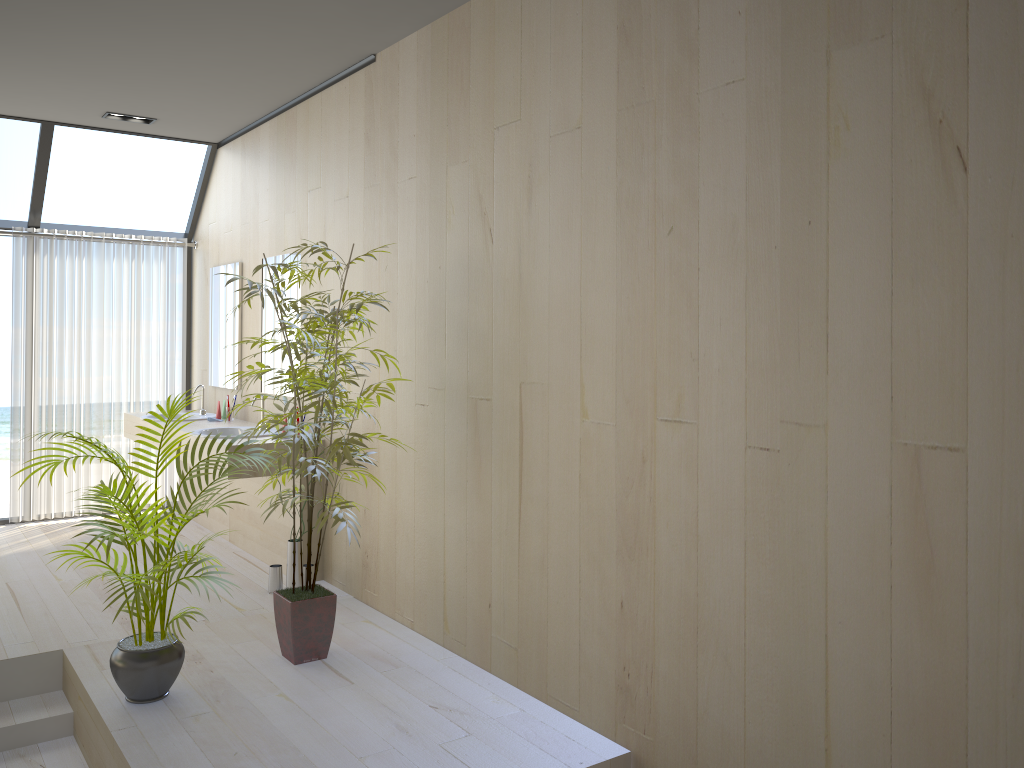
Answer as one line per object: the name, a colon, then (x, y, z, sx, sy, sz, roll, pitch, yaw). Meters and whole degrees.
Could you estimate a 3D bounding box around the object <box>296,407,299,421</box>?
object: (-1.190, 0.215, 4.916, 0.012, 0.178, 0.050, 0, 0, 4)

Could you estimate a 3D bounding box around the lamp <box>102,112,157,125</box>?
lamp: (-2.480, -1.774, 5.739, 0.301, 0.112, 0.164, -1, 2, -35)

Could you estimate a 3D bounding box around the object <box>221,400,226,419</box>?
object: (-1.978, 0.176, 6.087, 0.039, 0.135, 0.039, 0, 0, 13)

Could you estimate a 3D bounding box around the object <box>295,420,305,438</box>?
object: (-1.189, 0.256, 4.945, 0.058, 0.100, 0.058, 0, 0, -25)

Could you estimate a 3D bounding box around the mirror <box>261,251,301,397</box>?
mirror: (-1.417, -0.364, 5.461, 0.023, 0.869, 0.653, 1, 0, -35)

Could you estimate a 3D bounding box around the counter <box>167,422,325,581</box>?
counter: (-1.595, 0.681, 5.223, 0.550, 0.791, 1.206, 0, 2, -35)

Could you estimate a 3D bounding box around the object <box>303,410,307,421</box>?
object: (-1.173, 0.214, 4.948, 0.054, 0.175, 0.012, 0, -1, -10)

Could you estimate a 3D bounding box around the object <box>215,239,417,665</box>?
object: (-0.804, 0.269, 3.737, 0.787, 1.757, 0.935, 0, 0, -10)

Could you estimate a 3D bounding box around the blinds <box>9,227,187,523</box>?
blinds: (-3.027, -0.081, 6.535, 1.182, 2.071, 0.084, 0, 0, -35)

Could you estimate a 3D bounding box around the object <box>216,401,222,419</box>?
object: (-1.979, 0.182, 5.973, 0.039, 0.135, 0.039, 0, 0, 13)

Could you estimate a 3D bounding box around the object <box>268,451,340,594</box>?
object: (-1.073, 0.728, 4.689, 0.274, 0.749, 0.406, 0, 0, 42)

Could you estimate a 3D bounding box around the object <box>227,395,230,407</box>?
object: (-1.890, 0.161, 5.898, 0.012, 0.178, 0.050, 0, 0, 4)

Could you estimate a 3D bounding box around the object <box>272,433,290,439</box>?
object: (-1.276, 0.288, 4.909, 0.104, 0.029, 0.032, 1, 1, 5)

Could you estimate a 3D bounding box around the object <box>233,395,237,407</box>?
object: (-1.873, 0.161, 5.930, 0.054, 0.175, 0.012, 0, -1, -10)

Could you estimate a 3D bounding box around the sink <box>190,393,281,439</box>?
sink: (-1.611, 0.269, 5.172, 0.504, 0.419, 0.574, -1, 2, -32)

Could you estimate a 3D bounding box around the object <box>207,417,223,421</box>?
object: (-1.976, 0.235, 5.892, 0.104, 0.029, 0.032, 1, 1, 5)

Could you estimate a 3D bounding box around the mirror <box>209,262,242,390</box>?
mirror: (-2.040, -0.409, 6.289, 0.023, 0.869, 0.653, 1, 0, -35)

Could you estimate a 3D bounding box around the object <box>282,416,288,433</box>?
object: (-1.279, 0.235, 4.990, 0.039, 0.135, 0.039, 0, 0, 6)

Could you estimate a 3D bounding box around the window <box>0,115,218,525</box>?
window: (-4.231, -0.376, 5.442, 4.561, 2.814, 0.745, -1, 1, -35)

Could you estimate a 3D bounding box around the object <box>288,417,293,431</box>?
object: (-1.279, 0.230, 5.104, 0.039, 0.135, 0.039, 0, 0, 6)

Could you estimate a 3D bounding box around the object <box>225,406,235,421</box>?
object: (-1.889, 0.202, 5.927, 0.058, 0.100, 0.058, 0, 0, -29)

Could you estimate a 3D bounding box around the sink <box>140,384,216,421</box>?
sink: (-2.311, 0.216, 6.155, 0.504, 0.419, 0.574, -1, 2, -32)

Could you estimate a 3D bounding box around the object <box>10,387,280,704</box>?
object: (-1.391, 0.576, 3.266, 0.916, 1.157, 0.751, 0, 0, -2)

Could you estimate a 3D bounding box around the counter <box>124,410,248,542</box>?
counter: (-2.295, 0.628, 6.206, 0.550, 0.791, 1.206, 0, 2, -35)
